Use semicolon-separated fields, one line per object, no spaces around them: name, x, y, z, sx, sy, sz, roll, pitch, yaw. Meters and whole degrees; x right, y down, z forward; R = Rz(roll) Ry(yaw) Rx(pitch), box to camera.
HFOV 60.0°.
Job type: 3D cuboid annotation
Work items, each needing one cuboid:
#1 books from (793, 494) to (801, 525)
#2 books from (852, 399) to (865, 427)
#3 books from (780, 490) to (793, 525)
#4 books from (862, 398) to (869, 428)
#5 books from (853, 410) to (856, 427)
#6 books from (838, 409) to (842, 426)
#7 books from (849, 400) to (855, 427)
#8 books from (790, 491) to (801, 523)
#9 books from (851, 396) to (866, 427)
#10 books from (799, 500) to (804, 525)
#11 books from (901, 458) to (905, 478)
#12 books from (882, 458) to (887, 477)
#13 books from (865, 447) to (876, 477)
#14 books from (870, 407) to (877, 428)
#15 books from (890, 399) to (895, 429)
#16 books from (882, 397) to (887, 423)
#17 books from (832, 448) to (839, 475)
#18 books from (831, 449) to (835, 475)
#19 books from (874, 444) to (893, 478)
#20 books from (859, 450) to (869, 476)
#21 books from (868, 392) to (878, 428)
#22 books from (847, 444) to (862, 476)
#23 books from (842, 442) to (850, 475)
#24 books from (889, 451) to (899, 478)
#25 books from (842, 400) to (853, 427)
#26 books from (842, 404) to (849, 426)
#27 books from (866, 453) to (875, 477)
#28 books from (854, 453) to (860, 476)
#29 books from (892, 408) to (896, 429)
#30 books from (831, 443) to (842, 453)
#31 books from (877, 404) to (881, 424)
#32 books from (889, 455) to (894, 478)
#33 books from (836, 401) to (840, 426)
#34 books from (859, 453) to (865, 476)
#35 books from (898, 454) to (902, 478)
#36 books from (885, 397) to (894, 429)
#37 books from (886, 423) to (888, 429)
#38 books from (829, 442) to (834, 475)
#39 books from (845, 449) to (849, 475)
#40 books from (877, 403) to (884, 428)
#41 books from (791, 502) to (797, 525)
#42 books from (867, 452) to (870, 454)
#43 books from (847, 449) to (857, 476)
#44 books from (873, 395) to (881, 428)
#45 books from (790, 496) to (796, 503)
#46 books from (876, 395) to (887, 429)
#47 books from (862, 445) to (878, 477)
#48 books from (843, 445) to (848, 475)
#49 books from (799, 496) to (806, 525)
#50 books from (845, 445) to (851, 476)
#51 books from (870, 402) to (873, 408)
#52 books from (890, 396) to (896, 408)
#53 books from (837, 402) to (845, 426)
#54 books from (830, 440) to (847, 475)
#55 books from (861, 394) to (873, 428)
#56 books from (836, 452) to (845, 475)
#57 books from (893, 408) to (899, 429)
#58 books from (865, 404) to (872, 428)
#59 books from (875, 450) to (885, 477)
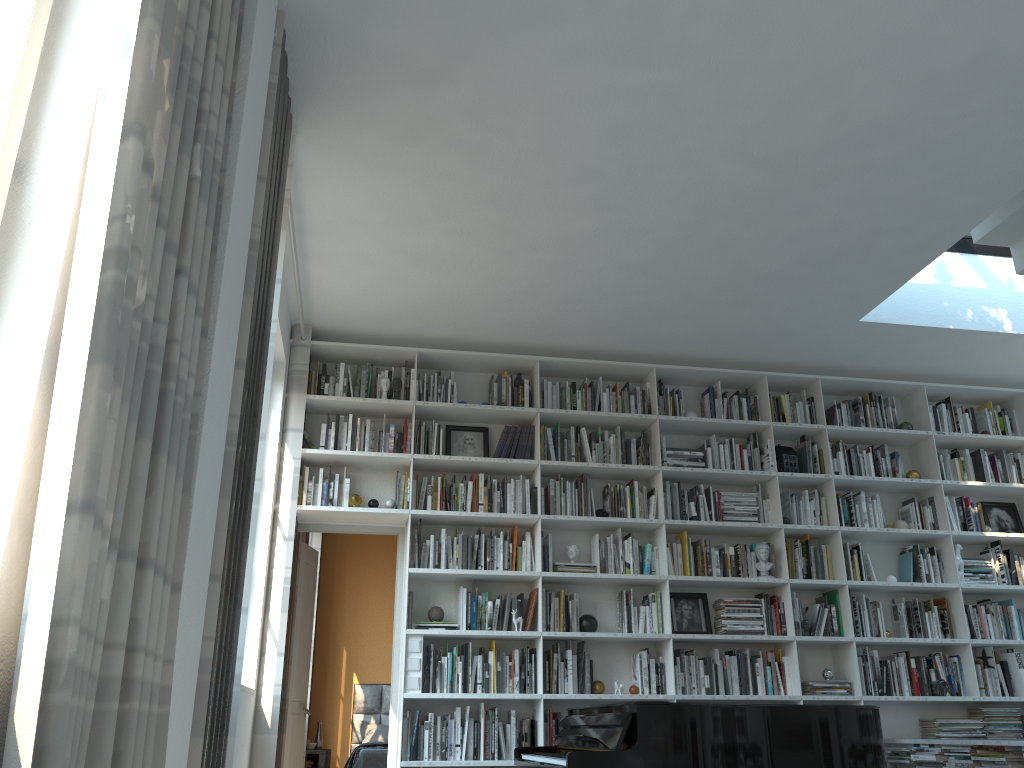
books;1.991;0.924;6.286;0.028;0.249;0.165;3;-21;-9
books;2.561;0.264;6.618;0.028;0.257;0.185;3;-21;-9
books;1.942;0.907;6.291;0.018;0.284;0.160;3;-21;-9
books;2.619;0.266;6.661;0.007;0.284;0.160;3;-21;-9
books;2.525;0.308;6.639;0.031;0.190;0.133;3;-21;-9
books;2.408;0.297;6.600;0.009;0.182;0.160;3;-21;-9
books;2.502;0.270;6.631;0.021;0.255;0.169;3;-21;-9
books;2.005;0.913;6.294;0.019;0.274;0.146;3;-21;-9
books;2.583;0.258;6.650;0.024;0.291;0.168;3;-21;-9
books;2.016;0.946;6.283;0.023;0.206;0.171;3;-21;-9
books;2.843;0.649;6.560;0.026;0.228;0.141;3;-21;-9
books;2.688;0.655;6.510;0.027;0.181;0.177;3;-21;-9
books;2.608;0.612;6.513;0.012;0.263;0.157;3;-21;-9
books;2.660;0.297;6.624;0.018;0.200;0.189;3;-21;-9
books;2.816;0.273;6.669;0.008;0.277;0.181;3;-21;-9
books;2.784;0.264;6.705;0.008;0.320;0.134;3;-21;-9
books;2.328;0.606;6.468;0.026;0.242;0.148;3;-21;-9
books;2.308;0.608;6.469;0.012;0.238;0.139;3;-21;-9
books;2.718;0.604;6.521;0.029;0.284;0.184;3;-21;-9
books;2.560;0.622;6.500;0.023;0.236;0.150;3;-21;-9
books;2.678;0.243;6.664;0.007;0.328;0.184;3;-21;-9
books;2.516;0.602;6.514;0.013;0.283;0.155;3;-21;-9
books;2.420;0.590;6.498;0.021;0.295;0.139;3;-21;-9
books;2.788;0.633;6.526;0.054;0.234;0.172;3;-21;-9
books;2.477;0.268;6.624;0.030;0.254;0.161;3;-21;-9
books;2.448;0.280;6.615;0.028;0.225;0.164;3;-21;-9
books;2.584;0.630;6.484;0.021;0.208;0.181;3;-21;-9
books;2.495;0.630;6.503;0.028;0.222;0.142;3;-21;-9
books;2.827;0.308;6.673;0.018;0.213;0.158;3;-21;-9
books;2.372;0.589;6.480;0.011;0.282;0.173;3;-21;-9
books;2.717;0.274;6.667;0.008;0.273;0.163;3;-21;-9
books;2.745;0.645;6.526;0.030;0.212;0.157;3;-21;-9
books;2.386;0.267;6.608;0.011;0.243;0.173;3;-21;-9
books;2.535;0.634;6.503;0.025;0.215;0.144;3;-21;-9
books;2.809;0.646;6.535;0.048;0.215;0.183;3;-21;-9
books;2.805;0.266;6.677;0.013;0.295;0.189;3;-21;-9
books;2.773;0.267;6.683;0.019;0.298;0.137;3;-21;-9
books;2.288;0.581;6.461;0.012;0.284;0.160;3;-21;-9
books;2.406;0.615;6.480;0.012;0.234;0.166;3;-21;-9
books;2.733;0.285;6.665;0.024;0.251;0.150;3;-21;-9
books;1.958;0.947;6.255;0.028;0.185;0.182;3;-21;-9
books;2.597;0.630;6.502;0.011;0.221;0.159;3;-21;-9
books;2.458;0.611;6.479;0.027;0.240;0.160;3;-21;-9
books;2.691;0.252;6.645;0.015;0.298;0.184;3;-21;-9
books;1.973;0.928;6.287;0.024;0.241;0.160;3;-21;-9
books;2.750;0.258;6.669;0.008;0.305;0.183;3;-21;-9
books;2.637;0.609;6.534;0.012;0.284;0.160;3;-21;-9
books;2.397;0.595;6.476;0.010;0.267;0.166;3;-21;-9
books;2.032;0.931;6.286;0.023;0.235;0.179;3;-21;-9
books;2.435;0.602;6.504;0.012;0.275;0.133;3;-21;-9
books;2.670;0.280;6.649;0.008;0.250;0.170;3;-21;-9
books;2.854;0.264;6.686;0.006;0.305;0.164;3;-21;-9
books;2.421;0.271;6.598;0.013;0.228;0.174;3;-21;-9
books;2.385;0.577;6.481;0.014;0.305;0.153;3;-21;-9
books;2.646;0.250;6.657;0.006;0.311;0.179;3;-21;-9
books;2.356;0.617;6.449;0.026;0.207;0.181;3;-21;-9
books;2.844;0.309;6.666;0.014;0.208;0.188;3;-21;-9
books;2.635;0.285;6.636;0.018;0.230;0.160;3;-21;-9
books;2.661;0.626;6.511;0.030;0.237;0.186;3;-21;-9
